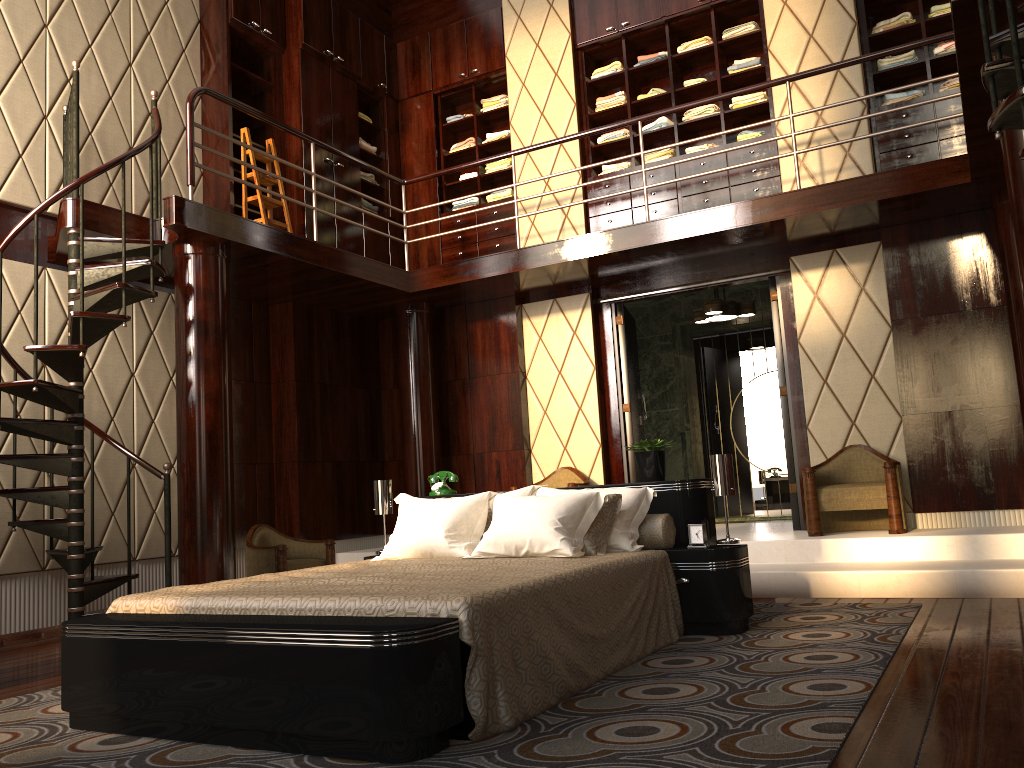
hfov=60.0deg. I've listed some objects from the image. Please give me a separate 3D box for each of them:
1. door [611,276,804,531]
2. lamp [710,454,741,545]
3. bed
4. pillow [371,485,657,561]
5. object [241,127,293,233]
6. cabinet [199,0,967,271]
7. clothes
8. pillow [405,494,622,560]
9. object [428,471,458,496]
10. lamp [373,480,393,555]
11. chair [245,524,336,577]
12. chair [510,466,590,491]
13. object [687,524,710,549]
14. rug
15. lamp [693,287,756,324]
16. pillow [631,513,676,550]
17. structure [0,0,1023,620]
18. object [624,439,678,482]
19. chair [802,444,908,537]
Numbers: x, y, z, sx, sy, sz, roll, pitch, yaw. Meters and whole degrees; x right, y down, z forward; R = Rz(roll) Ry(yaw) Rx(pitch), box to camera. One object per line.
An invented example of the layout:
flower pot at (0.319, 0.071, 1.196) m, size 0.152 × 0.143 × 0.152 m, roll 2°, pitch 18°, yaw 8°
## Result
door at (1.517, 0.228, 6.841) m, size 1.435 × 1.820 × 0.828 m, roll -7°, pitch -8°, yaw 27°
lamp at (0.928, 0.500, 3.864) m, size 0.106 × 0.385 × 0.109 m, roll -9°, pitch -9°, yaw 35°
bed at (-0.292, 0.769, 3.510) m, size 1.985 × 0.660 × 2.381 m, roll -7°, pitch -8°, yaw 28°
pillow at (-0.050, 0.621, 3.974) m, size 1.322 × 0.320 × 0.685 m, roll -8°, pitch -8°, yaw 30°
object at (-1.723, -1.337, 6.311) m, size 0.258 × 0.974 × 0.275 m, roll -7°, pitch -8°, yaw 28°
cabinet at (0.935, -2.185, 6.202) m, size 6.767 × 2.432 × 2.576 m, roll -7°, pitch -8°, yaw 28°
clothes at (0.902, -2.114, 7.041) m, size 4.996 × 0.954 × 0.818 m, roll -6°, pitch -8°, yaw 21°
pillow at (-0.039, 0.641, 3.937) m, size 1.123 × 0.271 × 0.293 m, roll -7°, pitch -8°, yaw 29°
object at (-0.375, 0.539, 4.824) m, size 0.158 × 0.131 × 0.178 m, roll -2°, pitch -7°, yaw -9°
lamp at (-0.675, 0.703, 4.692) m, size 0.106 × 0.385 × 0.109 m, roll -9°, pitch -9°, yaw 35°
chair at (-1.484, 1.189, 5.813) m, size 0.462 × 0.550 × 0.571 m, roll -7°, pitch -8°, yaw 28°
chair at (0.316, 0.880, 6.478) m, size 0.571 × 0.550 × 0.462 m, roll -7°, pitch -8°, yaw 28°
object at (0.792, 0.651, 3.785) m, size 0.088 × 0.103 × 0.034 m, roll -9°, pitch -9°, yaw 36°
rug at (-0.210, 1.070, 3.304) m, size 2.910 × 0.006 × 3.735 m, roll -7°, pitch -8°, yaw 28°
lamp at (1.658, -0.695, 7.251) m, size 0.515 × 0.347 × 0.467 m, roll 1°, pitch -8°, yaw -31°
pillow at (0.098, 0.726, 4.243) m, size 1.396 × 0.167 × 0.173 m, roll -7°, pitch -8°, yaw 28°
structure at (0.443, -0.385, 4.860) m, size 6.107 × 3.189 × 3.750 m, roll -7°, pitch -8°, yaw 28°
object at (0.672, 0.367, 4.259) m, size 0.256 × 0.205 × 0.241 m, roll -5°, pitch -7°, yaw 10°
chair at (2.127, 0.646, 5.499) m, size 0.571 × 0.550 × 0.462 m, roll -7°, pitch -8°, yaw 28°
